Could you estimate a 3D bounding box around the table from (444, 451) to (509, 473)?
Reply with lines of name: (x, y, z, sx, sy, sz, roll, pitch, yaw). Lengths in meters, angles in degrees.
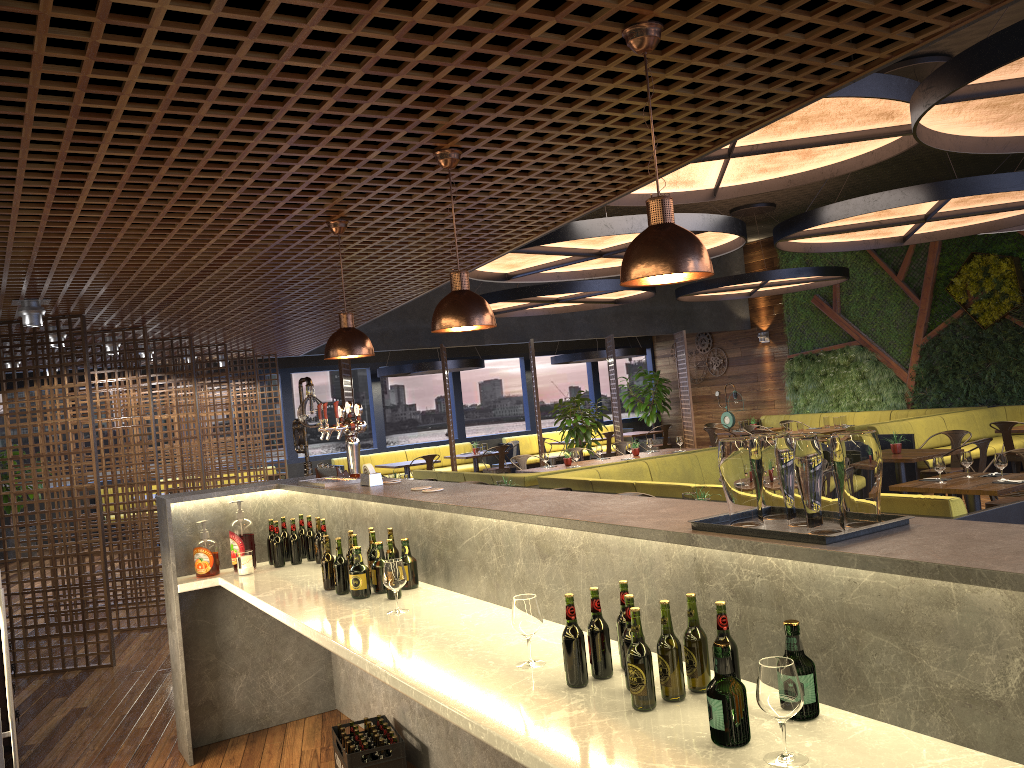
table: (-0.642, 1.688, 16.579, 0.906, 0.763, 0.887, -5, -1, -31)

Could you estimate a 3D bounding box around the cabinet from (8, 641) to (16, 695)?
cabinet: (-3.357, 1.662, 5.472, 0.473, 1.007, 0.553, -5, -1, -31)

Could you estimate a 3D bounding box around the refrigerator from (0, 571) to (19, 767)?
refrigerator: (-2.377, 0.458, 3.618, 0.454, 2.109, 1.159, -5, -1, -31)

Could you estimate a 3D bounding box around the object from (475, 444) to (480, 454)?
object: (-0.634, 1.211, 16.422, 0.102, 0.178, 0.102, -6, -1, 44)

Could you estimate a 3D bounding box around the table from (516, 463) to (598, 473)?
table: (0.696, 1.491, 11.813, 0.906, 0.763, 0.887, -5, -1, -31)

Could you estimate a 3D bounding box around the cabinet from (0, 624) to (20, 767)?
cabinet: (-2.999, 1.619, 4.877, 0.473, 1.007, 0.553, -5, -1, -31)

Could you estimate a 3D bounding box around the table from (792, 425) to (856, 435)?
table: (5.251, 1.096, 14.400, 0.887, 0.763, 0.906, -5, -1, -31)

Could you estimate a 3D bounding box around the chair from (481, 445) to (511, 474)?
chair: (-0.263, 1.564, 15.994, 0.504, 0.917, 0.541, -5, -1, -31)

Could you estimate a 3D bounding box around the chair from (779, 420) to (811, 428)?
chair: (4.845, 1.063, 14.958, 0.504, 0.917, 0.541, -5, -1, -31)

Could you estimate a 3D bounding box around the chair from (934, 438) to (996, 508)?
chair: (4.557, 1.002, 8.905, 0.504, 0.917, 0.541, -5, -1, -31)

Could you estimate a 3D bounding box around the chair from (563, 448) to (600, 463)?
chair: (1.068, 1.393, 12.947, 0.504, 0.917, 0.541, -5, -1, -31)

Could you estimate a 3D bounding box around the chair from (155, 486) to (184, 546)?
chair: (-4.989, 1.971, 13.127, 0.504, 0.917, 0.541, -5, -1, -31)

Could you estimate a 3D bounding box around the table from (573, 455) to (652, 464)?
table: (1.469, 1.425, 12.282, 0.906, 0.763, 0.887, -5, -1, -31)

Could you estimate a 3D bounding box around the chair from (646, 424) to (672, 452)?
chair: (3.006, 1.282, 17.978, 0.504, 0.917, 0.541, -5, -1, -31)

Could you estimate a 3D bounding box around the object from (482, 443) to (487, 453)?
object: (-0.510, 1.202, 16.610, 0.102, 0.178, 0.102, -6, -1, 44)

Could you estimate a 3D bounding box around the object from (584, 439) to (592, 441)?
object: (1.529, 1.102, 17.541, 0.255, 0.019, 0.157, -5, -1, -32)

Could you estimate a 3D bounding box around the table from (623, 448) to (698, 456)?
table: (2.237, 1.358, 12.754, 0.906, 0.763, 0.887, -5, -1, -31)

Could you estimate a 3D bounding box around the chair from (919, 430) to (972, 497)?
chair: (4.819, 0.991, 9.819, 0.541, 0.917, 0.504, -5, -1, -31)

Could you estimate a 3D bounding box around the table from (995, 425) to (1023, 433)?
table: (6.749, 0.905, 11.051, 0.887, 0.763, 0.906, -5, -1, -31)

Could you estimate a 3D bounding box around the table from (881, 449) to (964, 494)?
table: (4.191, 1.125, 9.499, 0.887, 0.763, 0.906, -5, -1, -31)

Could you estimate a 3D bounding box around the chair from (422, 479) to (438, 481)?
chair: (-1.107, 1.562, 10.358, 0.504, 0.917, 0.541, -5, -1, -31)

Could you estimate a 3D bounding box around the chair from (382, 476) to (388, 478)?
chair: (-1.737, 1.637, 11.408, 0.504, 0.917, 0.541, -5, -1, -31)

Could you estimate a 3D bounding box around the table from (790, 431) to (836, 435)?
table: (4.456, 1.164, 13.918, 0.887, 0.763, 0.906, -5, -1, -31)

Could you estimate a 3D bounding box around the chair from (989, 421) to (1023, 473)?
chair: (6.118, 0.880, 10.696, 0.541, 0.917, 0.504, -5, -1, -31)

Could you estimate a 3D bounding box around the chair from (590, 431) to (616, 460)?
chair: (1.787, 1.387, 17.238, 0.504, 0.917, 0.541, -5, -1, -31)

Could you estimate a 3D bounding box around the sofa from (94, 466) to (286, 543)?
sofa: (-5.417, 2.046, 15.217, 3.061, 0.914, 0.966, -5, -1, -31)

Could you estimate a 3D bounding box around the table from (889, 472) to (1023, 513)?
table: (3.675, 1.138, 6.972, 0.906, 0.763, 0.887, -5, -1, -31)

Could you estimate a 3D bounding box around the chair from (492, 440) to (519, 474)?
chair: (-0.098, 1.561, 16.897, 0.541, 0.917, 0.504, -5, -1, -31)

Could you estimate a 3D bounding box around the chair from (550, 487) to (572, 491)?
chair: (0.303, 1.394, 8.053, 0.504, 0.917, 0.541, -5, -1, -31)

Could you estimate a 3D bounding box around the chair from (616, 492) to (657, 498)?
chair: (1.038, 1.306, 6.801, 0.504, 0.917, 0.541, -5, -1, -31)

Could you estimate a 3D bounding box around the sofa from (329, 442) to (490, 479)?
sofa: (-1.943, 1.747, 17.324, 3.061, 0.914, 0.966, -5, -1, -31)

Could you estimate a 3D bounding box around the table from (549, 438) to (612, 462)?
table: (1.405, 1.511, 17.821, 0.906, 0.763, 0.887, -5, -1, -31)

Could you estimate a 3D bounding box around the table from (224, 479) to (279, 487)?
table: (-4.137, 1.989, 14.454, 0.887, 0.763, 0.906, -5, -1, -31)

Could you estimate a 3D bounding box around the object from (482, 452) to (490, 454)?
object: (-0.501, 1.277, 16.311, 0.255, 0.019, 0.157, -5, -1, -32)

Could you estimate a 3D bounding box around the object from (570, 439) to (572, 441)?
object: (1.182, 1.143, 18.105, 0.255, 0.019, 0.157, -5, -1, -32)

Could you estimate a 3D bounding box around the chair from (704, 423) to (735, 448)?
chair: (3.898, 1.175, 16.451, 0.504, 0.917, 0.541, -5, -1, -31)

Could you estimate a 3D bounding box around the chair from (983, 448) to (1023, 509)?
chair: (4.218, 1.012, 7.338, 0.541, 0.917, 0.504, -5, -1, -31)

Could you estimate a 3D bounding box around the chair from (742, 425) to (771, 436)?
chair: (4.105, 1.127, 14.509, 0.504, 0.917, 0.541, -5, -1, -31)

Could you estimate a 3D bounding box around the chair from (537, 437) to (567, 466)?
chair: (0.823, 1.483, 17.526, 0.541, 0.917, 0.504, -5, -1, -31)

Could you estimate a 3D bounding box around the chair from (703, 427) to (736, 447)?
chair: (3.661, 1.183, 15.436, 0.541, 0.917, 0.504, -5, -1, -31)

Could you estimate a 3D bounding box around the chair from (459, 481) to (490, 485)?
chair: (-0.337, 1.471, 9.119, 0.504, 0.917, 0.541, -5, -1, -31)

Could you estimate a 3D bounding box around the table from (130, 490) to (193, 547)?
table: (-5.330, 2.092, 13.730, 0.887, 0.763, 0.906, -5, -1, -31)

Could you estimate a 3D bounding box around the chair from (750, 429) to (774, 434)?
chair: (3.973, 1.125, 13.544, 0.541, 0.917, 0.504, -5, -1, -31)

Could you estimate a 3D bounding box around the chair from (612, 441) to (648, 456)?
chair: (1.836, 1.327, 13.413, 0.504, 0.917, 0.541, -5, -1, -31)

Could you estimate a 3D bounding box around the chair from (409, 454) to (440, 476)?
chair: (-1.482, 1.669, 15.255, 0.504, 0.917, 0.541, -5, -1, -31)

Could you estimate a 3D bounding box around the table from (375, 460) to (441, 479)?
table: (-1.835, 1.791, 15.851, 0.887, 0.763, 0.906, -5, -1, -31)

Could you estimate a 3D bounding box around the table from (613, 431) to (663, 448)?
table: (2.599, 1.408, 18.541, 0.887, 0.763, 0.906, -5, -1, -31)

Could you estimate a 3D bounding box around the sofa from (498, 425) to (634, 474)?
sofa: (1.288, 1.468, 19.285, 3.061, 0.914, 0.966, -5, -1, -31)

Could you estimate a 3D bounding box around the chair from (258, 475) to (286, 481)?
chair: (-3.769, 1.866, 13.867, 0.504, 0.917, 0.541, -5, -1, -31)

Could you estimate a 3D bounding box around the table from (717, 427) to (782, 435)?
table: (4.338, 1.203, 15.818, 0.887, 0.763, 0.906, -5, -1, -31)

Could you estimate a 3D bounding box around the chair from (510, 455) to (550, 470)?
chair: (0.295, 1.460, 12.478, 0.504, 0.917, 0.541, -5, -1, -31)

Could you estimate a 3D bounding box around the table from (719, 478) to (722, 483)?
table: (2.567, 1.267, 8.643, 1.007, 0.760, 1.007, -6, -1, 6)
